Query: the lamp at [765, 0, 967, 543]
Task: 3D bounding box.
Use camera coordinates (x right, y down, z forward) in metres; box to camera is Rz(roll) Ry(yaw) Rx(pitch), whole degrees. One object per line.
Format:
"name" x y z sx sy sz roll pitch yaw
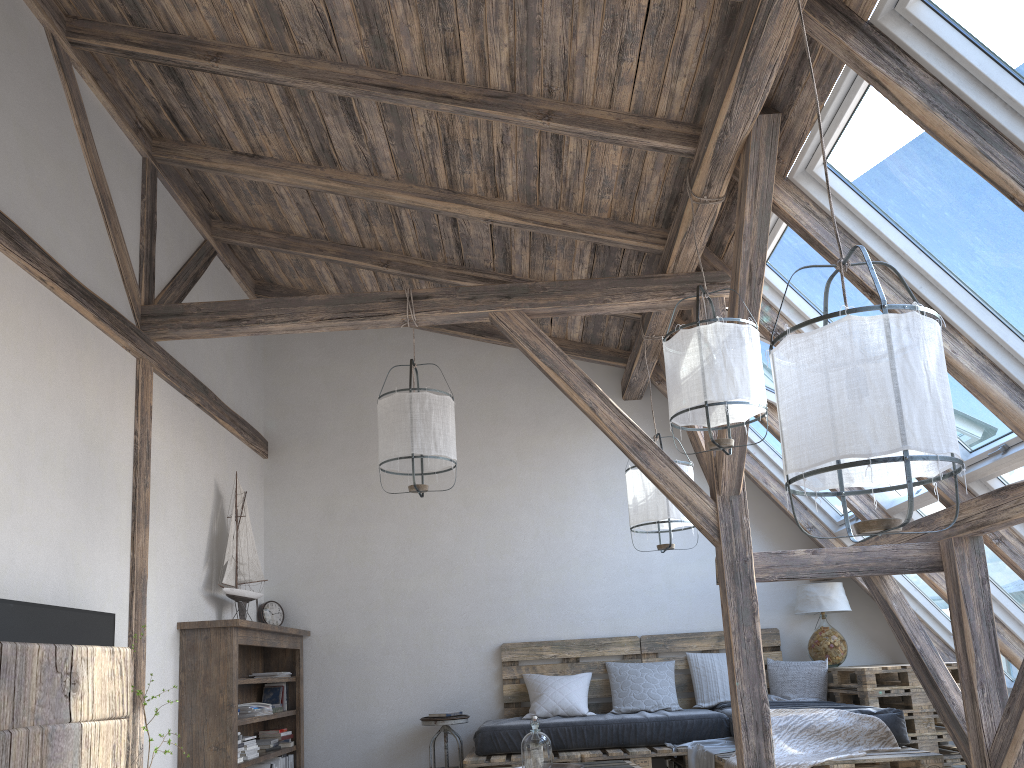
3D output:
"lamp" 0.821 -0.540 2.277 0.406 1.844 0.412 -14 -16 40

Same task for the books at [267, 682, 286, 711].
"books" -1.676 2.223 6.259 0.135 0.196 0.021 -3 -12 0

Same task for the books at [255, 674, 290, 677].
"books" -1.672 2.043 6.161 0.204 0.008 0.266 -1 -18 -8

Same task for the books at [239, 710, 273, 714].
"books" -1.643 2.061 5.522 0.204 0.008 0.266 -4 -18 2

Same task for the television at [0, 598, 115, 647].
"television" -1.779 1.187 3.319 0.207 0.685 1.136 -3 -16 0

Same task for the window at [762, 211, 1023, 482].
"window" 1.755 -0.227 4.114 1.096 1.242 0.879 -3 -14 0

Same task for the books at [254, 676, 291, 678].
"books" -1.671 2.047 6.145 0.204 0.008 0.266 -2 -18 -5

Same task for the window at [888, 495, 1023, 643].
"window" 2.833 1.140 4.776 1.096 1.242 0.879 -3 -14 0

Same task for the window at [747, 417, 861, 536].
"window" 1.792 0.357 5.919 1.096 1.242 0.879 -3 -14 0

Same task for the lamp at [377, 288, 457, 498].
"lamp" -0.516 0.050 4.668 0.413 1.054 0.404 -14 -16 40

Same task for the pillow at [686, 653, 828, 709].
"pillow" 1.720 2.059 6.182 0.972 0.388 0.396 -8 -16 16

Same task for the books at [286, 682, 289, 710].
"books" -1.667 2.236 6.298 0.136 0.195 0.021 -3 -12 0

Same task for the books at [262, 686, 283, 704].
"books" -1.678 2.202 6.146 0.131 0.167 0.084 -4 -13 1

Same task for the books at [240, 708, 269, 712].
"books" -1.652 2.038 5.504 0.205 0.008 0.265 -5 -18 7

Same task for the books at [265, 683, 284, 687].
"books" -1.679 2.210 6.205 0.139 0.186 0.052 -3 -12 0

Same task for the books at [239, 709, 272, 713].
"books" -1.658 2.044 5.491 0.205 0.008 0.265 -9 -19 16

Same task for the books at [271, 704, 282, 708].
"books" -1.671 2.194 5.984 0.150 0.021 0.211 -5 -18 4

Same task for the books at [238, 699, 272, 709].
"books" -1.639 2.025 5.552 0.221 0.086 0.268 3 -18 -19

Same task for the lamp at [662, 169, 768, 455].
"lamp" 0.836 -0.346 3.800 0.408 1.269 0.410 2 -13 -23

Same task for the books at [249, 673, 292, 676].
"books" -1.681 2.024 6.128 0.205 0.008 0.265 -5 -18 7

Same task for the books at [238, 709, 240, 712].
"books" -1.696 1.897 5.087 0.147 0.020 0.214 -8 -19 15

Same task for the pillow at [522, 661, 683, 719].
"pillow" 0.622 2.127 6.158 1.129 0.346 0.361 -3 -15 0

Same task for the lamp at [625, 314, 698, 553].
"lamp" 0.874 0.269 5.380 0.406 1.476 0.412 -14 -16 40

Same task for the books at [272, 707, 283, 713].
"books" -1.674 2.221 5.987 0.162 0.029 0.225 -4 -18 3

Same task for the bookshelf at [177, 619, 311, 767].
"bookshelf" -1.645 2.136 5.587 0.348 1.140 1.673 -3 -16 0

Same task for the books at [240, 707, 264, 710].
"books" -1.666 2.028 5.497 0.205 0.008 0.265 -5 -18 7

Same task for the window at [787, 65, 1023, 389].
"window" 1.736 -0.519 3.212 1.096 1.242 0.879 -3 -14 0

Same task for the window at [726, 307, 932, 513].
"window" 1.819 0.062 5.016 1.350 1.242 0.879 -3 -14 0

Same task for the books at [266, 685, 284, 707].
"books" -1.675 2.210 6.178 0.139 0.171 0.061 -3 -12 -1

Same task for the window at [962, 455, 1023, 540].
"window" 2.815 0.848 3.874 1.096 1.242 0.879 -3 -14 0

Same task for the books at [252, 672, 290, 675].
"books" -1.677 2.020 6.142 0.204 0.008 0.266 -2 -18 -3

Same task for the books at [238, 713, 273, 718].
"books" -1.644 2.071 5.496 0.205 0.008 0.265 -6 -18 8

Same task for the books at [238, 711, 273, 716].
"books" -1.645 2.065 5.506 0.205 0.008 0.266 -5 -18 5

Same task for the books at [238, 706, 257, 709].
"books" -1.671 2.019 5.494 0.205 0.008 0.265 -7 -18 11

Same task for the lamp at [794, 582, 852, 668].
"lamp" 2.181 2.113 6.364 0.389 1.249 0.846 0 -14 -14

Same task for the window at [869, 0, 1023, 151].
"window" 1.718 -0.810 2.309 1.096 1.242 0.879 -3 -14 0

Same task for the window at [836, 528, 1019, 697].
"window" 2.852 1.432 5.678 1.096 1.242 0.879 -3 -14 0
